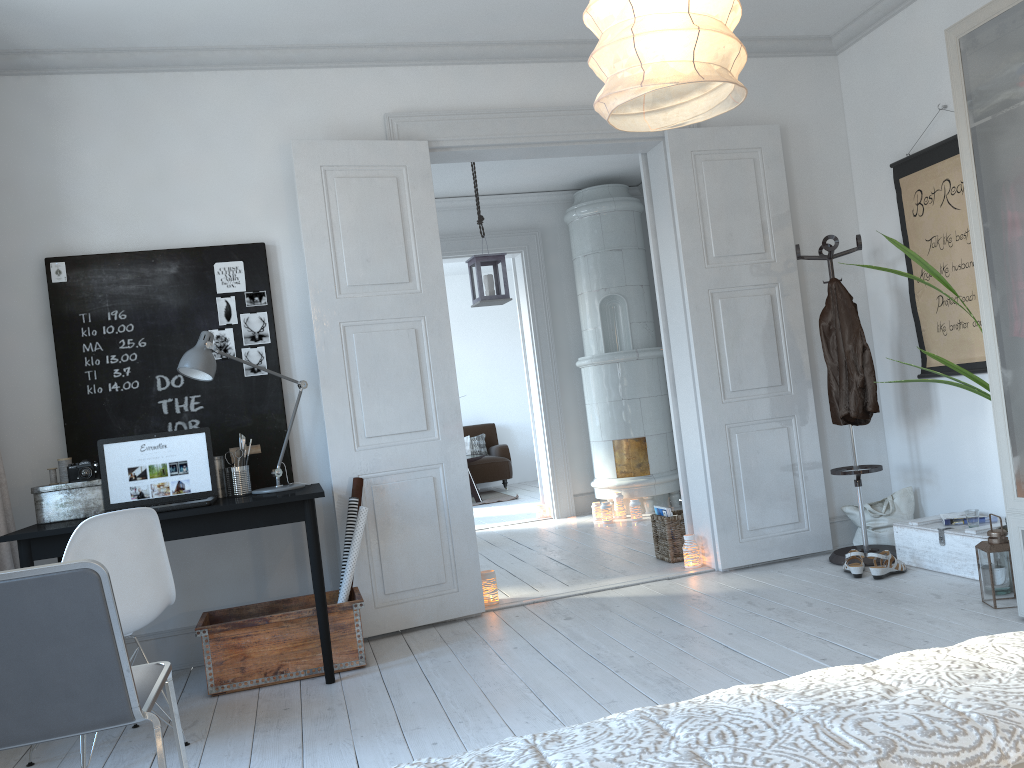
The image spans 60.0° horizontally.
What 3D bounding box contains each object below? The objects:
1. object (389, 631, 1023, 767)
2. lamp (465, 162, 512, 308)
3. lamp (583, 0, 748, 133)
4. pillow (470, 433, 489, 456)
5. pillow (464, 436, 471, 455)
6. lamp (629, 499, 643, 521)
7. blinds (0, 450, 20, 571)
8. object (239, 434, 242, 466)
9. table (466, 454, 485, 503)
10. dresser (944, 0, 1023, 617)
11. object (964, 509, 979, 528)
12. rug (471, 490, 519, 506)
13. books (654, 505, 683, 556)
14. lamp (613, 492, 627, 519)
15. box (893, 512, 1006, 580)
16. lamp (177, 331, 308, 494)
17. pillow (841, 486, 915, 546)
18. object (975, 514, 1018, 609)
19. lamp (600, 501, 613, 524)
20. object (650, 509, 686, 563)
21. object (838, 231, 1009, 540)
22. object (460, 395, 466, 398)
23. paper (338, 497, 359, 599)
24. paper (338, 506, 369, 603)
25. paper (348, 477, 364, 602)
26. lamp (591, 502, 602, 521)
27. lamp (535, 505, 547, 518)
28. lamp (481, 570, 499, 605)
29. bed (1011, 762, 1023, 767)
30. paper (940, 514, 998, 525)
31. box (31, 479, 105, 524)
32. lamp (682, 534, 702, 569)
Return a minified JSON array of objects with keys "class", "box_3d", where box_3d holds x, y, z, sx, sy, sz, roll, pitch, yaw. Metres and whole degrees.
[{"class":"object","box_3d":[0.318,0.425,1.060,1.459,0.104,0.405,-7,-2,-14]},{"class":"lamp","box_3d":[-0.246,-1.414,5.982,0.228,1.762,0.228,-7,-1,-17]},{"class":"lamp","box_3d":[0.275,-1.200,1.930,0.339,1.231,0.340,-7,-1,17]},{"class":"pillow","box_3d":[-0.563,0.791,11.136,0.542,0.288,0.183,-7,-1,-13]},{"class":"pillow","box_3d":[-0.731,0.794,10.978,0.470,0.309,0.188,-7,-1,-14]},{"class":"lamp","box_3d":[0.967,0.984,6.924,0.089,0.166,0.089,-7,-1,-15]},{"class":"blinds","box_3d":[-2.135,0.021,3.419,0.224,2.647,0.831,-7,-1,-14]},{"class":"object","box_3d":[-1.195,0.352,3.916,0.008,0.267,0.060,-7,-1,2]},{"class":"table","box_3d":[-0.923,1.134,10.110,1.299,0.503,1.301,-6,-2,-24]},{"class":"dresser","box_3d":[2.179,-0.300,2.625,0.630,2.162,1.433,-7,-1,-14]},{"class":"object","box_3d":[2.074,0.609,3.991,0.060,0.081,0.060,-8,-1,41]},{"class":"rug","box_3d":[-0.901,1.358,10.134,1.709,0.055,1.457,-7,-2,-14]},{"class":"books","box_3d":[0.979,0.856,5.212,0.201,0.300,0.180,-7,-1,-14]},{"class":"lamp","box_3d":[0.865,0.981,7.152,0.098,0.210,0.098,-7,-1,-10]},{"class":"box","box_3d":[2.129,0.740,4.108,0.376,0.218,0.642,-7,-1,-14]},{"class":"lamp","box_3d":[-1.139,0.124,3.855,0.616,0.716,0.230,-6,-1,-43]},{"class":"pillow","box_3d":[1.997,0.726,4.795,0.317,0.314,0.273,-7,-1,-13]},{"class":"object","box_3d":[1.908,0.686,3.464,0.132,0.351,0.137,-7,-1,8]},{"class":"lamp","box_3d":[0.747,1.013,6.985,0.089,0.166,0.089,-7,-1,-13]},{"class":"object","box_3d":[0.995,0.887,5.215,0.270,0.265,0.224,-7,-1,-14]},{"class":"object","box_3d":[1.970,0.074,3.647,1.044,1.553,0.288,-7,-1,15]},{"class":"object","box_3d":[-0.899,0.344,10.082,0.845,1.066,0.526,-6,-1,-43]},{"class":"paper","box_3d":[-0.731,0.844,3.895,0.043,0.669,0.266,-7,-1,31]},{"class":"paper","box_3d":[-0.714,0.858,3.837,0.283,0.626,0.041,-7,-1,-36]},{"class":"paper","box_3d":[-0.727,0.803,3.970,0.048,0.747,0.297,-7,-1,31]},{"class":"lamp","box_3d":[0.693,1.036,7.210,0.084,0.146,0.084,-7,-1,-10]},{"class":"lamp","box_3d":[0.254,1.114,7.745,0.093,0.110,0.093,-7,-1,3]},{"class":"lamp","box_3d":[-0.119,1.043,4.542,0.089,0.166,0.089,-7,-1,-22]},{"class":"bed","box_3d":[0.518,0.416,0.240,1.887,1.046,2.178,-7,-1,-14]},{"class":"paper","box_3d":[2.142,0.631,4.166,0.222,0.031,0.175,-8,-2,18]},{"class":"box","box_3d":[-1.826,0.486,3.721,0.317,0.152,0.193,-7,-1,-14]},{"class":"lamp","box_3d":[0.977,0.912,4.833,0.092,0.179,0.093,-7,-1,-31]}]
